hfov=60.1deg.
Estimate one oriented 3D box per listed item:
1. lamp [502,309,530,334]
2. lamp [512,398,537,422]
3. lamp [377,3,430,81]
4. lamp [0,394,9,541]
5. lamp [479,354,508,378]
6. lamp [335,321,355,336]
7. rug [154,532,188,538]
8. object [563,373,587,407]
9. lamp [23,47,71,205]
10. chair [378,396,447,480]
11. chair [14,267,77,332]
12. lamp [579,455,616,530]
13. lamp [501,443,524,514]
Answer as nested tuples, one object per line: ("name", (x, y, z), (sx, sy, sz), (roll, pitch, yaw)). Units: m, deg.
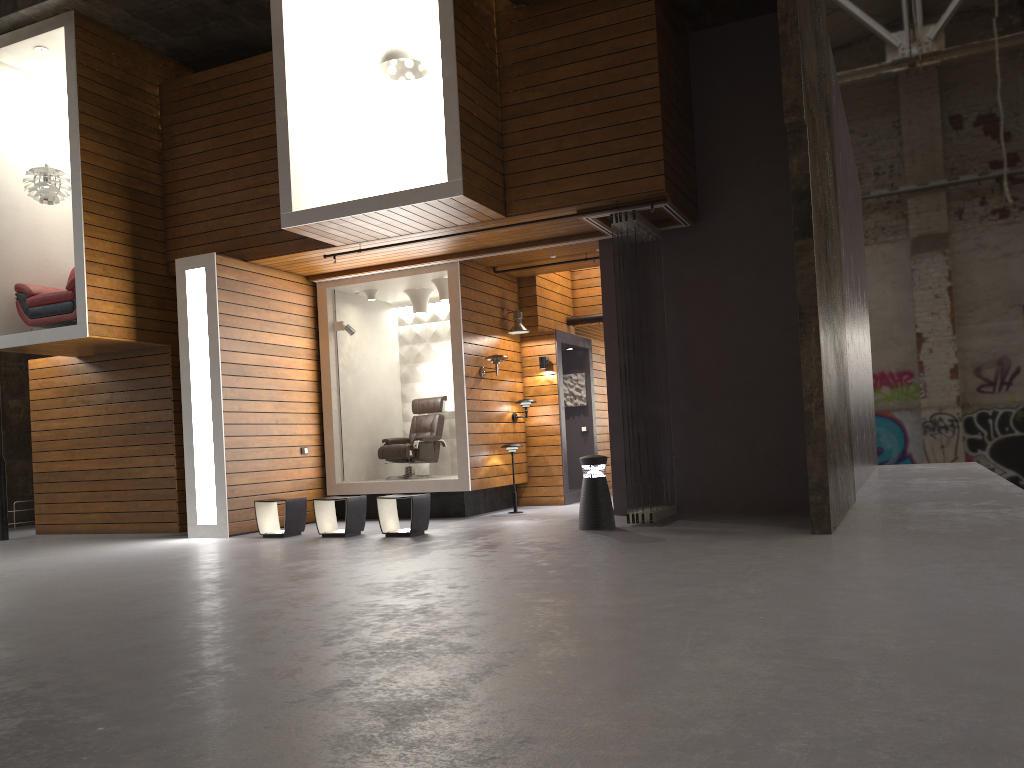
("lamp", (0.055, -0.820, 11.373), (0.346, 0.331, 0.294), (-4, -3, 26))
("lamp", (0.167, 0.334, 11.483), (0.327, 0.296, 0.288), (-4, -3, 24))
("lamp", (-1.115, -3.649, 8.917), (0.531, 0.985, 0.530), (-4, -2, 37))
("lamp", (-6.278, 0.514, 10.839), (0.629, 2.944, 0.631), (-2, -1, -25))
("lamp", (-0.214, -0.224, 10.678), (0.352, 0.270, 0.288), (-4, -3, 24))
("lamp", (-2.104, -0.703, 11.187), (0.248, 0.188, 0.129), (-3, -2, -7))
("rug", (-3.505, 1.746, 10.630), (0.541, 0.014, 1.578), (-5, -4, 24))
("object", (0.893, 0.090, 12.932), (0.380, 0.477, 0.048), (-4, -1, 24))
("lamp", (-5.293, -2.934, 10.035), (0.512, 1.772, 0.488), (-3, -1, -12))
("chair", (-1.309, 0.709, 11.755), (0.757, 1.070, 0.824), (-5, -3, 39))
("chair", (-4.996, -1.040, 10.316), (1.202, 0.936, 0.953), (-4, -3, 24))
("lamp", (0.790, 1.020, 8.407), (0.348, 0.695, 0.348), (-4, -2, 30))
("lamp", (0.021, 1.145, 10.825), (0.288, 0.861, 0.288), (-3, -1, 10))
